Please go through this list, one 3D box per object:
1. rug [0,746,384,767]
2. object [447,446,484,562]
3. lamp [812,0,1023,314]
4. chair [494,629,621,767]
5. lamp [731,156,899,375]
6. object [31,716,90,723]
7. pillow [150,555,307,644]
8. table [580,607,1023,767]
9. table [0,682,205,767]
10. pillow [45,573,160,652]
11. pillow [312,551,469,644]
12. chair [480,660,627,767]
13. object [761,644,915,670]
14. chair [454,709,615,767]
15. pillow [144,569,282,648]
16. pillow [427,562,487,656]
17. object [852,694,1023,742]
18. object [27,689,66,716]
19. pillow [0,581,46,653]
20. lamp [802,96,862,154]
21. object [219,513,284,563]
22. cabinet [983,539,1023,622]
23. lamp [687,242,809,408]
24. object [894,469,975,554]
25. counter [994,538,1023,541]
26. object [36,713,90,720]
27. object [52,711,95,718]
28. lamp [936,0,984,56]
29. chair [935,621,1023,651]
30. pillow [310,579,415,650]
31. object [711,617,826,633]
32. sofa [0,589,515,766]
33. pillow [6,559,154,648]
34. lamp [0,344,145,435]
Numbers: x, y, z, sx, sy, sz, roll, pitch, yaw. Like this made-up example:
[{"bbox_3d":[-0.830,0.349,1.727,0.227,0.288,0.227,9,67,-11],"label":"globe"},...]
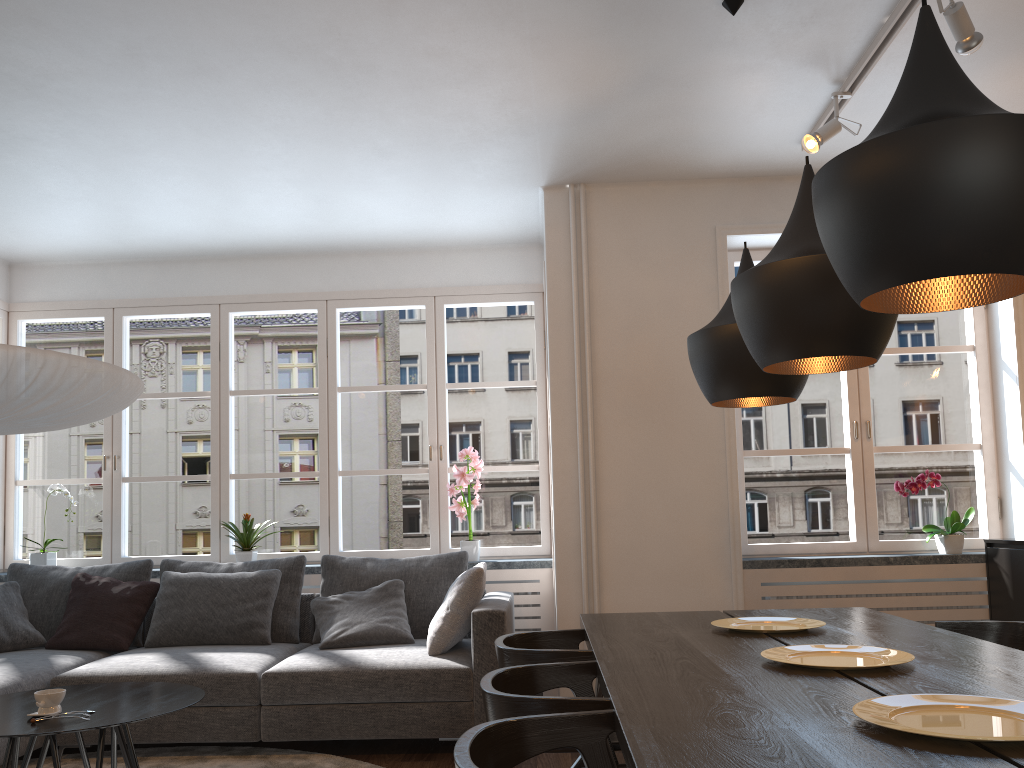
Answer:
[{"bbox_3d":[-1.594,1.526,2.828,2.837,0.012,2.861,1,-9,-18],"label":"rug"},{"bbox_3d":[-0.275,0.723,5.331,0.201,0.686,0.299,0,-5,-19],"label":"object"},{"bbox_3d":[0.735,-0.419,1.540,0.412,0.537,0.413,4,-8,-40],"label":"lamp"},{"bbox_3d":[0.214,1.134,2.756,0.519,0.666,0.598,-2,-6,1],"label":"chair"},{"bbox_3d":[0.761,-0.313,2.235,0.411,0.537,0.414,1,-7,-22],"label":"lamp"},{"bbox_3d":[-1.380,1.024,2.702,0.168,0.015,0.015,0,-7,-11],"label":"object"},{"bbox_3d":[-1.568,1.194,4.876,0.839,0.472,0.279,-2,-6,2],"label":"pillow"},{"bbox_3d":[0.768,1.018,2.134,1.106,0.674,2.521,-2,-8,2],"label":"table"},{"bbox_3d":[-1.467,1.307,2.938,0.847,0.469,0.854,-2,-8,4],"label":"table"},{"bbox_3d":[-2.188,1.215,4.729,0.521,0.400,0.313,-2,-6,4],"label":"pillow"},{"bbox_3d":[-0.656,1.165,4.834,0.836,0.474,0.277,-2,-6,2],"label":"pillow"},{"bbox_3d":[0.194,1.030,2.076,0.520,0.666,0.598,-2,-6,3],"label":"chair"},{"bbox_3d":[0.797,0.674,2.176,0.356,0.016,0.359,1,-9,-17],"label":"object"},{"bbox_3d":[0.172,0.937,1.466,0.519,0.666,0.598,-2,-6,0],"label":"chair"},{"bbox_3d":[-1.587,1.199,4.732,0.667,0.394,0.294,-2,-6,2],"label":"pillow"},{"bbox_3d":[-0.266,1.099,4.360,0.286,0.411,0.498,-2,-7,1],"label":"pillow"},{"bbox_3d":[0.772,0.573,1.511,0.356,0.016,0.359,-2,-9,5],"label":"object"},{"bbox_3d":[-1.485,1.016,2.808,0.091,0.068,0.140,-3,-8,14],"label":"object"},{"bbox_3d":[-2.750,1.224,4.603,0.348,0.357,0.517,-7,-9,41],"label":"pillow"},{"bbox_3d":[1.309,-1.061,3.637,0.250,0.238,0.086,0,-5,-11],"label":"lamp"},{"bbox_3d":[-1.580,0.943,5.351,0.376,0.326,0.325,1,-7,-23],"label":"object"},{"bbox_3d":[2.635,0.822,1.842,0.732,0.892,5.106,-2,-9,2],"label":"cabinet"},{"bbox_3d":[0.787,-0.207,2.931,0.412,0.537,0.412,-6,-7,35],"label":"lamp"},{"bbox_3d":[2.163,0.650,4.510,0.406,0.434,0.231,1,-6,-22],"label":"object"},{"bbox_3d":[2.623,0.377,1.877,0.732,0.002,5.103,-2,-9,2],"label":"counter"},{"bbox_3d":[-1.397,1.030,2.741,0.163,0.016,0.025,2,-8,-23],"label":"object"},{"bbox_3d":[-1.386,1.041,2.797,0.124,0.010,0.026,4,-10,-32],"label":"object"},{"bbox_3d":[1.420,-1.193,2.810,0.085,0.237,0.252,-6,-8,42],"label":"lamp"},{"bbox_3d":[1.482,1.089,2.692,0.519,0.666,0.598,-1,-6,-2],"label":"chair"},{"bbox_3d":[-0.784,1.190,4.593,0.492,0.319,0.448,1,-8,-16],"label":"pillow"},{"bbox_3d":[0.821,0.776,2.842,0.356,0.016,0.359,-2,-9,5],"label":"object"},{"bbox_3d":[-1.540,1.371,3.977,3.067,0.667,2.057,-2,-8,2],"label":"sofa"},{"bbox_3d":[-2.438,1.223,4.895,0.836,0.475,0.277,-2,-6,2],"label":"pillow"},{"bbox_3d":[-2.152,0.060,3.260,1.477,0.208,1.475,-8,-11,38],"label":"lamp"}]
